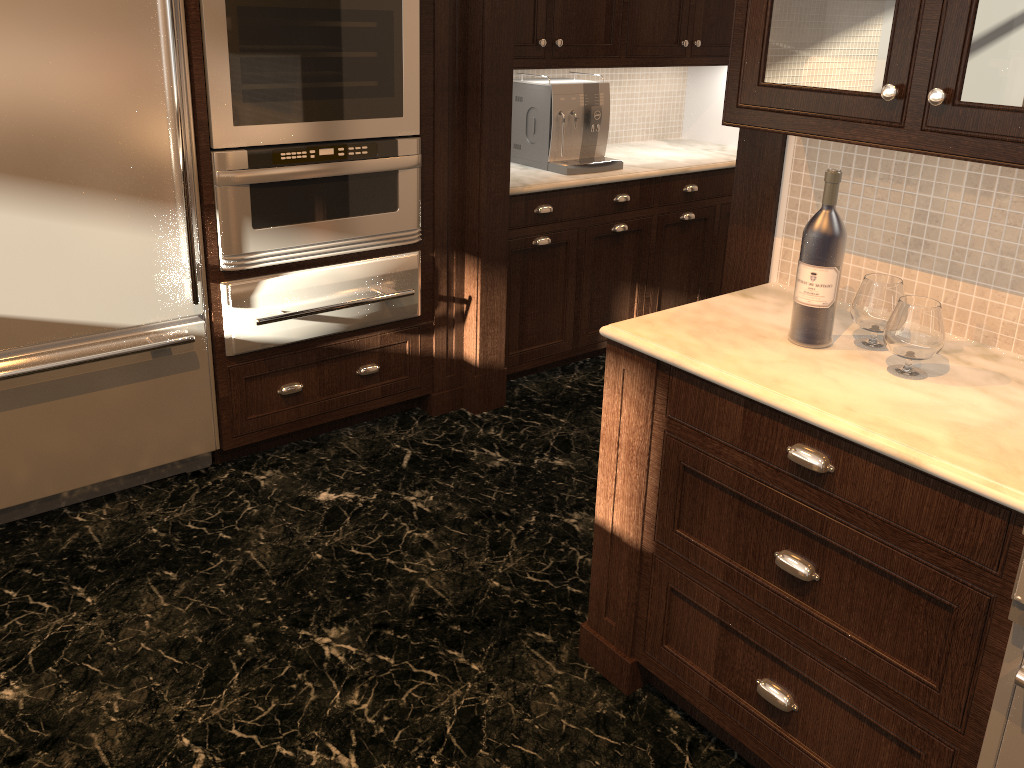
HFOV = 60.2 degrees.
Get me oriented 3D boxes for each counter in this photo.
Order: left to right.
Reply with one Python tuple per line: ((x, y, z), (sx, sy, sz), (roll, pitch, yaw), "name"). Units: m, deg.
((0.463, -1.074, 4.269), (1.875, 0.031, 0.723), (-16, 29, -36), "counter")
((0.825, 0.559, 0.440), (2.339, 0.031, 3.436), (-15, 28, -35), "counter")

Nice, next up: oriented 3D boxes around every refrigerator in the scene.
((-1.512, -0.648, 2.695), (0.899, 2.062, 0.700), (-13, 24, -36), "refrigerator")
((-1.369, 0.150, 2.734), (0.912, 0.556, 0.149), (-15, 25, -36), "refrigerator")

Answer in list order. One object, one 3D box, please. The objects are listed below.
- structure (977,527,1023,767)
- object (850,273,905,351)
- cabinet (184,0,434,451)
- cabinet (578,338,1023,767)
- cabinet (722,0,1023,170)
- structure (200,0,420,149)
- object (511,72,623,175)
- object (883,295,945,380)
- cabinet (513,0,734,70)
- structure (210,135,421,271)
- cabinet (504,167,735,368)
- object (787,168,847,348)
((1.271, 0.619, 1.254), (0.726, 0.814, 0.924), (-14, 26, -36), "structure")
((0.785, -0.154, 1.894), (0.114, 0.147, 0.114), (20, 27, 40), "object")
((-1.178, -0.966, 2.861), (1.862, 2.354, 0.771), (-14, 25, -37), "cabinet")
((0.811, 0.979, 0.583), (2.339, 0.856, 3.436), (-15, 28, -35), "cabinet")
((0.863, -0.429, 0.105), (2.331, 1.220, 3.435), (-15, 28, -35), "cabinet")
((-0.781, -1.227, 3.056), (0.765, 0.681, 0.626), (-14, 26, -36), "structure")
((0.246, -1.185, 3.982), (0.347, 0.395, 0.456), (-14, 26, -36), "object")
((0.795, -0.092, 1.748), (0.114, 0.147, 0.114), (20, 27, 40), "object")
((0.403, -1.910, 4.104), (1.875, 0.804, 0.441), (-16, 26, -36), "cabinet")
((-0.826, -0.731, 3.263), (0.770, 0.378, 0.678), (-15, 27, -36), "structure")
((0.653, -0.605, 4.148), (1.810, 0.726, 0.058), (-16, 25, -36), "cabinet")
((0.653, -0.265, 1.864), (0.095, 0.367, 0.097), (-6, 21, -22), "object")
